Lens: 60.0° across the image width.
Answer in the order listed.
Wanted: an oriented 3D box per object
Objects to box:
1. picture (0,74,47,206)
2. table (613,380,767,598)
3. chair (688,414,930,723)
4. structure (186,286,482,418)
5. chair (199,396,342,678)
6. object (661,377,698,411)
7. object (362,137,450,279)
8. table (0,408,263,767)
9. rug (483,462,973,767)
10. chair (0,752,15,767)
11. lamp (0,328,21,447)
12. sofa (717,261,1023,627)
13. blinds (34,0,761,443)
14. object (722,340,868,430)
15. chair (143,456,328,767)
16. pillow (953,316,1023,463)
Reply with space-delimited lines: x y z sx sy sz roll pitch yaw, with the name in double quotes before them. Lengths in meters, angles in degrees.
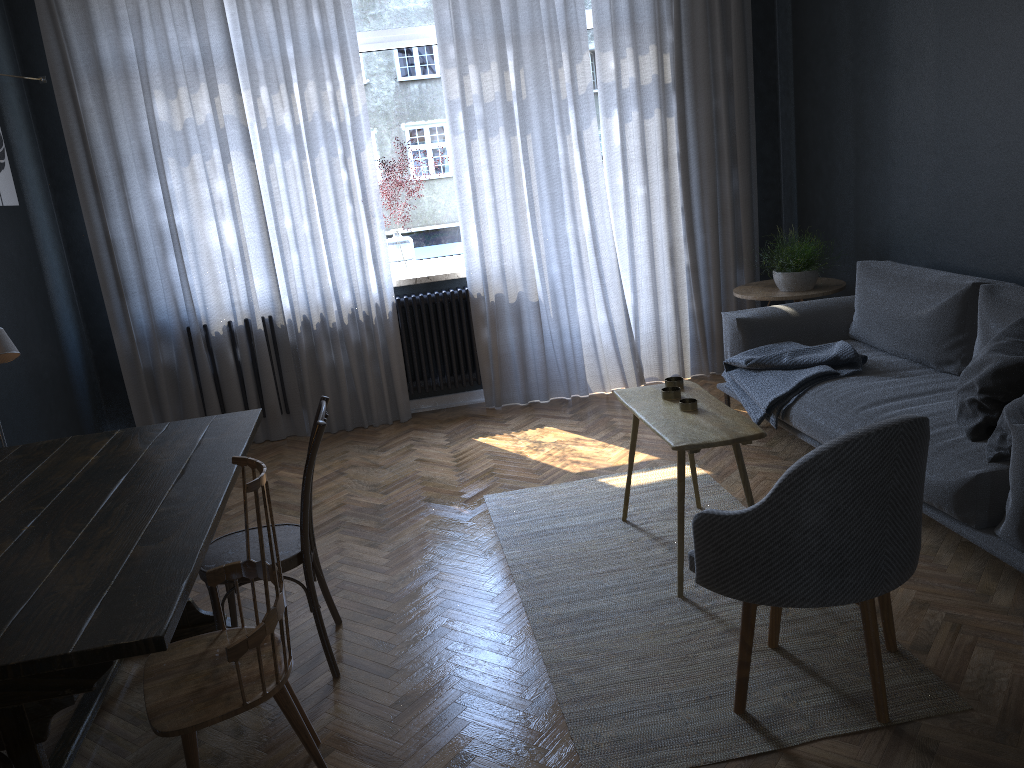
"picture" -2.128 -0.778 2.753 0.058 0.774 4.441 -9 15 -7
"table" 0.635 0.350 3.226 0.339 0.552 0.785 -9 15 -7
"chair" 0.824 0.427 2.307 0.644 0.814 0.493 -15 17 -28
"structure" -0.996 -0.191 5.358 1.846 0.603 0.215 -9 15 -7
"chair" -0.743 0.490 2.768 0.467 0.823 0.361 -9 15 -8
"object" 0.607 0.036 3.281 0.103 0.034 0.367 -6 14 3
"object" -0.656 -1.031 5.229 0.513 0.813 0.598 -16 18 -32
"table" -1.262 0.701 2.381 1.126 0.730 1.598 -9 15 -7
"rug" 0.519 0.669 3.147 1.003 0.013 2.004 -9 15 -7
"chair" -1.139 0.800 1.551 0.438 0.924 0.547 -8 15 -5
"lamp" -1.788 0.266 3.103 0.799 1.074 0.241 4 19 35
"sofa" 1.667 0.017 3.530 0.970 0.801 2.331 -9 15 -8
"blinds" -0.415 -1.198 5.133 3.991 2.800 0.311 -9 15 -7
"object" 1.277 -0.047 4.050 0.490 0.330 0.664 -7 15 -3
"chair" -0.694 0.635 2.132 0.383 0.860 0.454 -13 16 -22
"pillow" 1.693 -0.004 2.881 0.442 0.363 0.794 -4 15 10
